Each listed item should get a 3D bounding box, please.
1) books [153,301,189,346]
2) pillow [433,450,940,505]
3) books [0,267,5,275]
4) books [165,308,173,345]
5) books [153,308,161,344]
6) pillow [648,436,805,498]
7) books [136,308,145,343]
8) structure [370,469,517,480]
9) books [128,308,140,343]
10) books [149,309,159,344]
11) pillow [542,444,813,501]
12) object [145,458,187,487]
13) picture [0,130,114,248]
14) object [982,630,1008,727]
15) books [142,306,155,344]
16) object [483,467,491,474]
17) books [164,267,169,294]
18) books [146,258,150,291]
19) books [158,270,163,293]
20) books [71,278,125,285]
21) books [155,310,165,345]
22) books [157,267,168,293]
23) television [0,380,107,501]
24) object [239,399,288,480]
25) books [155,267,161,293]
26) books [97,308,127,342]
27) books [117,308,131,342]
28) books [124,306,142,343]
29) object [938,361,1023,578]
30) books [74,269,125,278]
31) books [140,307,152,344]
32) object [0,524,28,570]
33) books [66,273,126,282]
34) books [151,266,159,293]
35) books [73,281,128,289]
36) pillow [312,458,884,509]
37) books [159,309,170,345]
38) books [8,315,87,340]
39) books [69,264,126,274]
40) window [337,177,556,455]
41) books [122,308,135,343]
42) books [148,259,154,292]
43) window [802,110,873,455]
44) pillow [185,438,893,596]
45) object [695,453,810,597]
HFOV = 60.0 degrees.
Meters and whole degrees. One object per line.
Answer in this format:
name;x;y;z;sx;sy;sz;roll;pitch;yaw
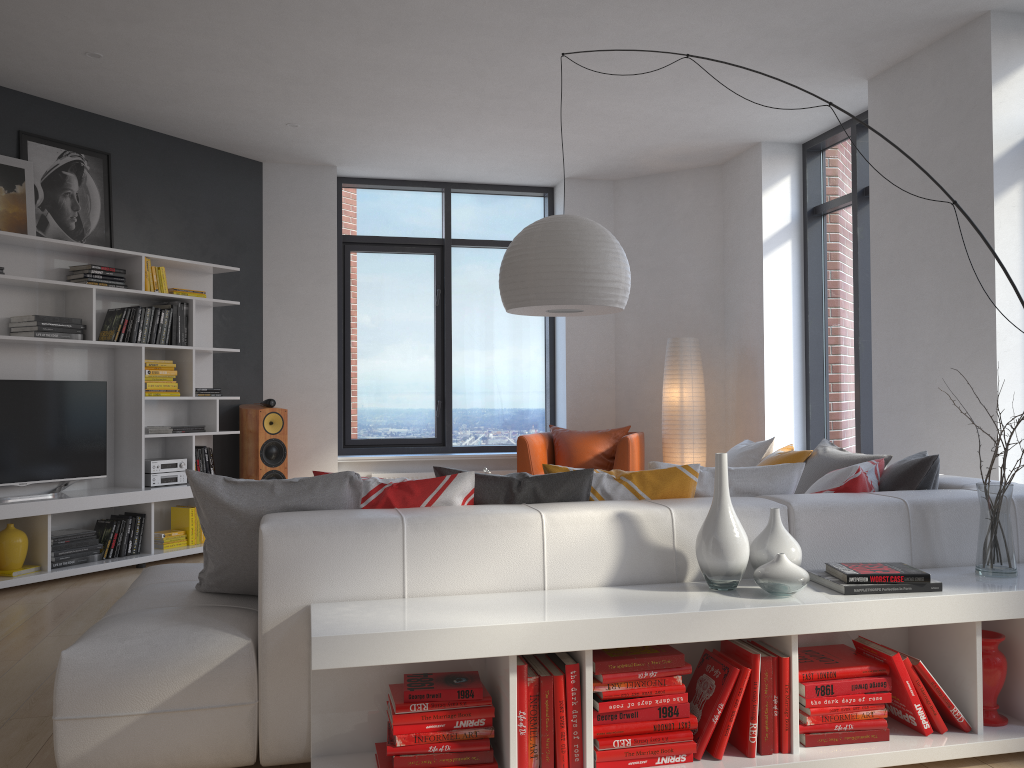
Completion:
books;-2.399;-0.413;6.217;0.259;0.321;0.128;-1;-1;32
pillow;0.751;0.478;3.265;2.120;0.436;0.608;0;-1;-17
books;-3.113;-0.651;5.051;0.250;0.047;0.310;-1;-1;27
books;-2.427;-0.389;6.119;0.197;0.260;0.066;-1;-1;32
books;-2.480;-0.388;6.036;0.192;0.254;0.075;-1;-1;31
pillow;0.963;0.490;4.121;0.580;0.456;2.156;-1;-1;13
books;-2.538;-0.383;5.936;0.179;0.243;0.068;-1;-1;31
structure;-0.464;0.975;7.569;1.474;0.460;0.110;0;-1;-13
books;-2.547;-0.383;5.883;0.172;0.242;0.069;-1;-1;33
books;-2.469;-0.381;6.003;0.172;0.242;0.069;-1;-1;33
pillow;0.827;0.504;3.832;0.630;0.440;2.095;-1;-1;34
object;-2.425;0.603;6.073;0.270;0.174;0.285;-1;-1;32
picture;-3.036;-1.219;5.448;0.076;0.707;1.279;-1;-1;32
object;1.434;0.889;2.693;0.125;0.258;0.125;0;-1;-36
books;-2.505;-0.391;5.999;0.197;0.260;0.066;-1;-1;32
object;-0.220;0.567;4.599;0.330;0.265;0.330;-1;-1;11
books;-2.416;-0.704;6.082;0.142;0.184;0.044;-1;-1;33
books;-2.502;-0.726;5.962;0.163;0.224;0.041;-1;-1;30
books;-2.422;-0.692;6.029;0.108;0.161;0.046;-1;-1;31
books;-2.687;-0.657;5.750;0.189;0.020;0.264;-1;-1;30
books;-2.455;-0.383;6.051;0.179;0.243;0.071;-1;-1;31
books;-2.421;-0.704;6.058;0.141;0.184;0.064;-1;-1;33
television;-2.957;0.328;5.343;0.207;0.704;1.102;-1;-1;32
object;-1.930;0.657;6.786;0.290;1.088;0.434;1;-2;-43
books;-2.441;-0.702;6.020;0.128;0.178;0.044;-1;-1;32
books;-2.618;-0.381;5.810;0.182;0.234;0.104;-1;-1;32
books;-2.605;-0.380;5.841;0.187;0.234;0.096;-1;-1;32
books;-2.557;-0.390;5.916;0.192;0.254;0.075;-1;-1;31
object;1.555;0.226;2.744;0.406;0.744;0.607;-1;-1;27
books;-2.678;-0.710;5.752;0.180;0.026;0.246;-1;-1;34
books;-2.522;-0.387;5.970;0.191;0.249;0.084;-1;-1;32
object;-2.901;0.938;5.127;0.185;0.257;0.185;-1;-1;10
books;-2.703;-0.682;5.763;0.214;0.030;0.284;-1;-1;35
books;-2.458;-0.702;6.007;0.132;0.180;0.054;-1;-1;32
books;-2.683;-0.631;5.748;0.214;0.030;0.284;-1;-1;35
pillow;0.435;0.505;3.183;2.250;0.449;0.575;0;-1;-16
books;-2.444;-0.385;6.090;0.191;0.249;0.084;-1;-1;32
books;-2.865;-0.338;5.476;0.277;0.137;0.343;-1;-1;27
books;-2.690;-0.737;5.756;0.209;0.030;0.266;-1;-1;25
window;-0.580;-0.588;7.914;1.960;2.402;0.170;0;-1;-13
books;-2.576;-0.380;5.860;0.169;0.233;0.081;-1;-1;31
books;-2.493;-0.725;5.992;0.164;0.224;0.054;-1;-1;31
window;2.450;-0.644;6.126;0.170;2.402;1.310;0;-1;-13
pillow;0.266;0.481;3.485;2.953;0.453;0.647;0;-1;-25
object;0.702;0.403;2.624;0.316;0.398;0.319;-1;-1;11
